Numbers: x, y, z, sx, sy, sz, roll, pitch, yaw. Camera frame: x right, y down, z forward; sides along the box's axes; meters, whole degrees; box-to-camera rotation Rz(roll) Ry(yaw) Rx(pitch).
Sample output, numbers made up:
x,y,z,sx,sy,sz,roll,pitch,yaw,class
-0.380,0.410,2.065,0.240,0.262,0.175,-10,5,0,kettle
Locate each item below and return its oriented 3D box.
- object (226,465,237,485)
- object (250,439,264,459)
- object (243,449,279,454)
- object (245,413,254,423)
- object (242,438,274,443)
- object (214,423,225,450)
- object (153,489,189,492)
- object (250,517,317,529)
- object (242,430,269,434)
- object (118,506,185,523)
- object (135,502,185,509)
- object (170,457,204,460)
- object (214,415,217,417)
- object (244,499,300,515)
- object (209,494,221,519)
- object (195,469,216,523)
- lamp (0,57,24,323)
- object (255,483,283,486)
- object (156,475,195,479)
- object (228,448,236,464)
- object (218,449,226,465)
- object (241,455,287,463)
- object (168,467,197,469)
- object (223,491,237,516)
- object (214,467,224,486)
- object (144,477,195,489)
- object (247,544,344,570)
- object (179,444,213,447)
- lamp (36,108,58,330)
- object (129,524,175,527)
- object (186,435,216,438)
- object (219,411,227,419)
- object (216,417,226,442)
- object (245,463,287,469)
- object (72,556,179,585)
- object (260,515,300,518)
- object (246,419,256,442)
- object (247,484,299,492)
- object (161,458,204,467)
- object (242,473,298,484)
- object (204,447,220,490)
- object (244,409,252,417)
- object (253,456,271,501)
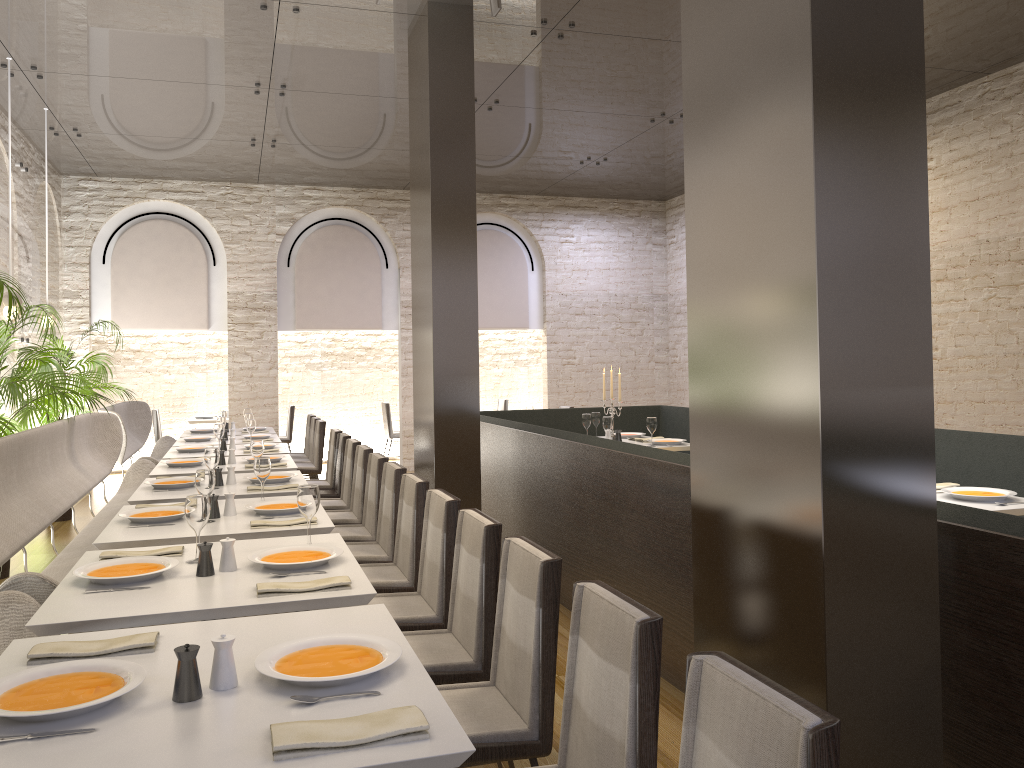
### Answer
x,y,z,sx,sy,sz,roll,pitch,yaw,class
-1.643,0.530,5.182,0.059,0.109,0.059,-1,-1,-26,object
-1.581,0.462,5.498,0.086,0.231,0.086,-1,-1,25,object
-2.011,0.540,7.108,0.273,0.033,0.142,-1,1,-17,object
-2.595,0.407,8.746,0.086,0.231,0.086,-1,-1,13,object
-2.340,0.522,8.161,0.273,0.033,0.142,-1,1,-17,object
-2.376,0.438,7.190,0.086,0.231,0.086,-1,-1,13,object
-1.898,0.590,4.932,0.185,0.010,0.017,-1,1,-17,object
-0.983,0.595,3.814,0.273,0.033,0.142,-1,1,-17,object
-2.679,0.504,9.249,0.273,0.033,0.142,-1,1,-17,object
-1.603,0.595,4.000,0.322,0.036,0.321,-2,2,-35,object
-1.687,0.596,4.331,0.273,0.033,0.142,-1,1,-17,object
-2.382,0.558,6.558,0.273,0.033,0.142,-1,1,-17,object
-4.303,0.460,12.486,0.273,0.033,0.142,-1,1,-17,object
-1.089,0.582,4.159,0.322,0.036,0.321,-2,2,-35,object
-1.350,0.551,4.009,0.059,0.109,0.059,-1,-1,-26,object
-1.351,0.494,3.905,0.086,0.231,0.086,-1,-1,31,object
-3.859,-1.491,6.811,0.178,2.042,0.177,0,-1,-38,lamp
-1.385,0.575,5.090,0.181,0.015,0.038,-1,1,-16,object
-2.033,0.577,5.440,0.273,0.033,0.142,-1,1,-17,object
-1.991,0.511,6.300,0.059,0.109,0.059,-1,-1,-26,object
-2.045,0.513,6.235,0.059,0.109,0.059,-1,-1,-26,object
-1.784,0.545,6.384,0.322,0.036,0.321,-2,2,-39,object
-2.247,0.571,6.049,0.185,0.010,0.017,-1,1,-17,object
-1.297,0.549,4.073,0.059,0.109,0.059,-1,-1,-26,object
-1.696,0.532,5.117,0.059,0.109,0.059,-1,-1,-26,object
-1.949,0.576,5.108,0.322,0.036,0.321,-2,2,-39,object
-0.742,0.601,3.048,0.321,0.036,0.321,-1,1,18,object
-2.715,0.540,7.625,0.273,0.033,0.142,-1,1,-17,object
-4.272,-1.514,8.136,0.178,2.042,0.177,0,-1,-38,lamp
-1.552,0.608,3.823,0.185,0.010,0.017,-1,1,-17,object
-3.044,0.523,8.678,0.273,0.033,0.142,-1,1,-17,object
-3.038,0.402,9.313,0.086,0.231,0.086,-1,-1,13,object
-2.703,0.421,8.237,0.086,0.231,0.086,-1,-1,13,object
-1.678,0.558,6.041,0.273,0.033,0.142,-1,1,-17,object
-1.256,0.613,2.890,0.321,0.036,0.321,-1,1,18,object
-1.039,0.593,3.982,0.181,0.015,0.038,-1,1,-16,object
-2.268,0.425,7.699,0.086,0.231,0.086,-1,-1,13,object
-1.329,0.577,4.923,0.273,0.033,0.142,-1,1,-17,object
-2.297,0.557,6.226,0.322,0.036,0.321,-2,2,-39,object
-1.435,0.564,5.267,0.322,0.036,0.321,-2,2,-39,object
-1.689,0.475,4.989,0.086,0.231,0.086,-1,-1,25,object
-2.930,0.389,9.822,0.086,0.231,0.086,-1,-1,13,object
-1.243,0.480,4.414,0.086,0.231,0.086,-1,-1,-11,object
